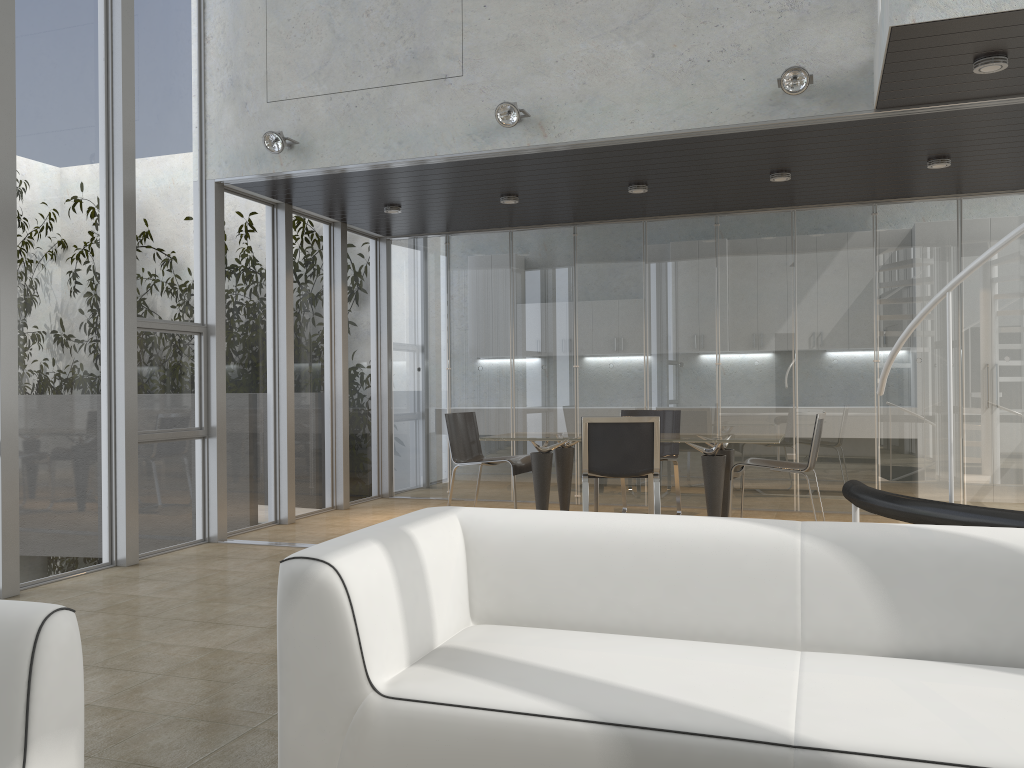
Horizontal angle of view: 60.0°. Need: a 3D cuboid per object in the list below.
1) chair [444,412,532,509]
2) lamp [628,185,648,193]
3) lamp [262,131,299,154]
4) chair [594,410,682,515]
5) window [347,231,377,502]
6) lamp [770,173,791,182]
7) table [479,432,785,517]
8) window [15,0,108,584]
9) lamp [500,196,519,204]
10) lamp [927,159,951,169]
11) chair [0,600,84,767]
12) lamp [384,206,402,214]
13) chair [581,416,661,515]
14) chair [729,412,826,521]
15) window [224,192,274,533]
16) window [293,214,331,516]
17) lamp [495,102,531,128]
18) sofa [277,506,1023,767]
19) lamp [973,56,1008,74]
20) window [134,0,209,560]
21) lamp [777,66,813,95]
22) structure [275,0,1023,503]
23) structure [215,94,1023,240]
[{"bbox_3d":[-0.162,0.700,7.362,0.660,0.922,0.546,-1,0,24],"label":"chair"},{"bbox_3d":[0.990,-1.530,6.963,0.149,0.038,0.149,-1,0,34],"label":"lamp"},{"bbox_3d":[-1.642,-1.690,6.236,0.197,0.154,0.228,-1,0,19],"label":"lamp"},{"bbox_3d":[1.061,0.688,7.426,0.546,0.922,0.660,-1,0,29],"label":"chair"},{"bbox_3d":[-1.532,-0.169,8.827,0.010,2.645,0.741,-1,0,19],"label":"window"},{"bbox_3d":[2.000,-1.542,6.608,0.149,0.038,0.149,-1,0,34],"label":"lamp"},{"bbox_3d":[0.956,0.774,6.976,2.250,0.733,0.900,-1,0,19],"label":"table"},{"bbox_3d":[-2.759,-1.671,5.385,0.010,5.650,0.741,-1,0,19],"label":"window"},{"bbox_3d":[-0.021,-1.518,7.318,0.149,0.038,0.149,-1,0,34],"label":"lamp"},{"bbox_3d":[3.010,-1.554,6.253,0.149,0.038,0.149,-1,0,34],"label":"lamp"},{"bbox_3d":[-1.286,0.752,1.488,0.720,0.635,0.829,-1,0,9],"label":"chair"},{"bbox_3d":[-1.031,-1.507,7.673,0.149,0.038,0.149,-1,0,34],"label":"lamp"},{"bbox_3d":[0.779,0.686,6.426,0.546,0.922,0.660,-1,0,4],"label":"chair"},{"bbox_3d":[1.990,0.675,6.600,0.660,0.922,0.546,-1,0,24],"label":"chair"},{"bbox_3d":[-2.138,-0.170,7.103,0.010,2.645,0.741,-1,0,19],"label":"window"},{"bbox_3d":[-1.835,-0.170,7.965,0.010,2.645,0.741,-1,0,19],"label":"window"},{"bbox_3d":[-0.004,-1.709,5.675,0.197,0.154,0.254,-1,0,19],"label":"lamp"},{"bbox_3d":[0.756,0.733,2.334,2.601,0.638,0.971,-1,0,19],"label":"sofa"},{"bbox_3d":[2.332,-1.555,4.322,0.149,0.038,0.149,-1,0,34],"label":"lamp"},{"bbox_3d":[-2.442,-1.671,6.242,0.050,5.700,0.800,-1,0,19],"label":"window"},{"bbox_3d":[1.629,-1.728,5.101,0.197,0.154,0.254,-1,0,19],"label":"lamp"},{"bbox_3d":[1.057,0.692,5.697,6.700,6.900,4.916,-1,0,19],"label":"structure"},{"bbox_3d":[-1.240,-2.151,3.654,9.817,6.605,10.665,-1,0,18],"label":"structure"}]
